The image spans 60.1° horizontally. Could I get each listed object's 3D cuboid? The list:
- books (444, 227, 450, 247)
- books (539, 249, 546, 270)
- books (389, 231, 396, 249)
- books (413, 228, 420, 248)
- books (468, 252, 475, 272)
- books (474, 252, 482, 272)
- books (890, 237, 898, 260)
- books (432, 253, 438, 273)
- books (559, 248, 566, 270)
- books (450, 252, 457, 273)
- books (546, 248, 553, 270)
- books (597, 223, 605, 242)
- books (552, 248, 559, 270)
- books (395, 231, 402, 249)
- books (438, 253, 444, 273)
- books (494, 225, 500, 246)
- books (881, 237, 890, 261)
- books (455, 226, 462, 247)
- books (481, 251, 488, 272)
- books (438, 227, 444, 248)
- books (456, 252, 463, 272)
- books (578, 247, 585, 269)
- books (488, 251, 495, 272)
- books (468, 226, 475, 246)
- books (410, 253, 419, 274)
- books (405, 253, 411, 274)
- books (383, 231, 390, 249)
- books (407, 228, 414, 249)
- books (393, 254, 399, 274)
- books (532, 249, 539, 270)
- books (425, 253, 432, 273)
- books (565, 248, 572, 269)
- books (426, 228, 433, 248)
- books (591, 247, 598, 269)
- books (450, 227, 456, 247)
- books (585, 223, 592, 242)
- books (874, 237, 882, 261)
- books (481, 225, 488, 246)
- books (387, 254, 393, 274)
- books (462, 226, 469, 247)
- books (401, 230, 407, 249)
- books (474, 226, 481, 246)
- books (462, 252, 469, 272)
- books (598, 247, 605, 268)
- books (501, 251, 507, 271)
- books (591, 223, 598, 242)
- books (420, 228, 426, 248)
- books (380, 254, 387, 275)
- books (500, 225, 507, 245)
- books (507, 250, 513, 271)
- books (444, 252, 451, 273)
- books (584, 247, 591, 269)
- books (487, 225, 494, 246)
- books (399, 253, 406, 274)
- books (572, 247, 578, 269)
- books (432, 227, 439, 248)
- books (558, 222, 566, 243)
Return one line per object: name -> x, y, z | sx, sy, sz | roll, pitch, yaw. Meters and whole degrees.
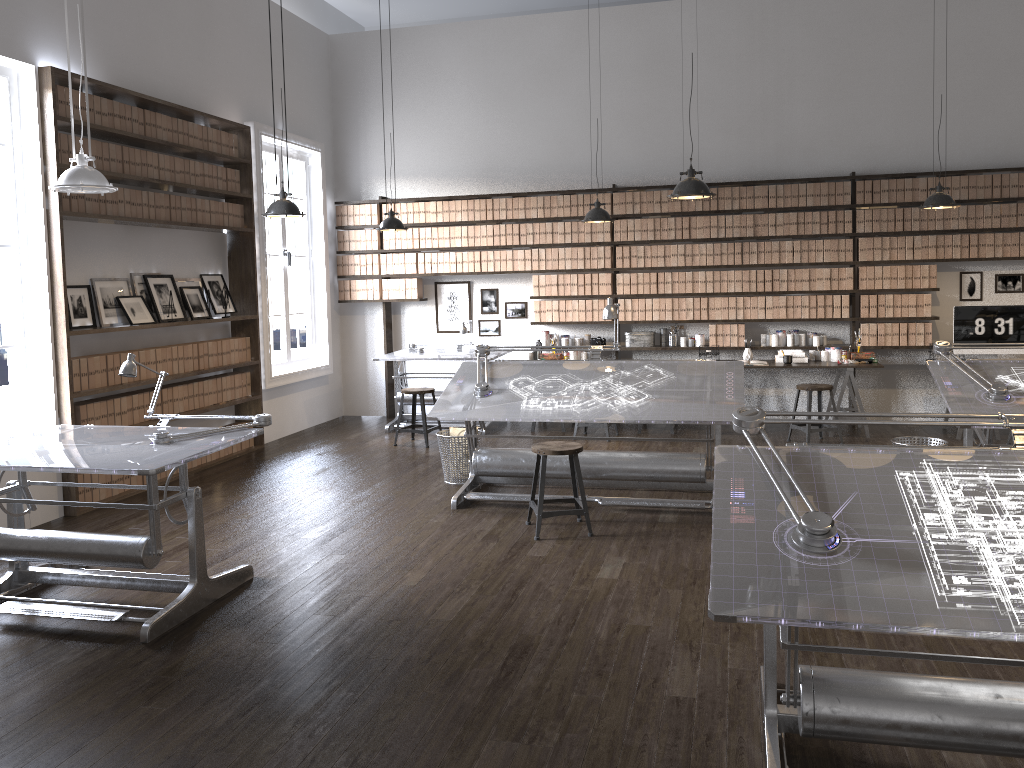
books -> -0.680, -1.592, 9.638 | 0.067, 0.225, 0.175 | 0, 5, 14
books -> 0.339, -1.322, 9.402 | 0.067, 0.225, 0.175 | 0, 5, 14
books -> -1.291, -1.595, 9.792 | 0.067, 0.225, 0.175 | 0, 5, 14
books -> -1.024, -1.594, 9.726 | 0.067, 0.225, 0.175 | 0, 5, 14
books -> -0.418, -1.318, 9.598 | 0.067, 0.225, 0.175 | 0, 5, 14
books -> -0.347, -1.317, 9.574 | 0.067, 0.225, 0.175 | 0, 5, 14
books -> 3.676, -1.307, 8.561 | 0.067, 0.225, 0.175 | 0, 5, 14
books -> -0.819, -1.320, 9.698 | 0.067, 0.225, 0.175 | 0, 5, 14
books -> 0.542, -1.321, 9.349 | 0.067, 0.225, 0.175 | 0, 5, 14
books -> -0.614, -1.318, 9.640 | 0.067, 0.225, 0.175 | 0, 5, 14
books -> 0.408, -1.322, 9.388 | 0.067, 0.225, 0.175 | 0, 5, 14
books -> 0.936, -1.585, 9.232 | 0.067, 0.225, 0.175 | 0, 5, 14
books -> 0.475, -1.321, 9.370 | 0.067, 0.225, 0.175 | 0, 5, 14
books -> -1.221, -1.594, 9.774 | 0.067, 0.225, 0.175 | 0, 5, 14
books -> -0.751, -1.320, 9.682 | 0.067, 0.225, 0.175 | 0, 5, 14
books -> -0.141, -1.590, 9.501 | 0.067, 0.225, 0.175 | 0, 5, 14
books -> 3.608, -1.307, 8.575 | 0.067, 0.225, 0.175 | 0, 5, 14
books -> -0.554, -1.592, 9.609 | 0.067, 0.225, 0.175 | 0, 5, 14
books -> -0.273, -1.318, 9.561 | 0.067, 0.225, 0.175 | 0, 5, 14
books -> -0.744, -1.593, 9.660 | 0.067, 0.225, 0.175 | 0, 5, 14
books -> -0.544, -1.318, 9.623 | 0.067, 0.225, 0.175 | 0, 5, 14
books -> 0.738, -1.320, 9.298 | 0.067, 0.225, 0.175 | 0, 5, 14
books -> -0.206, -1.317, 9.539 | 0.067, 0.225, 0.175 | 0, 5, 14
books -> -0.415, -1.592, 9.576 | 0.067, 0.225, 0.175 | 0, 5, 14
books -> -1.054, -1.327, 9.751 | 0.067, 0.225, 0.175 | 0, 5, 14
books -> -1.115, -1.328, 9.771 | 0.067, 0.225, 0.175 | 0, 5, 14
books -> -1.361, -1.595, 9.813 | 0.067, 0.225, 0.175 | 0, 5, 14
books -> -1.095, -1.595, 9.749 | 0.067, 0.225, 0.175 | 0, 5, 14
books -> -1.254, -1.329, 9.809 | 0.067, 0.225, 0.175 | 0, 5, 14
books -> 0.268, -1.322, 9.416 | 0.067, 0.225, 0.175 | 0, 5, 14
books -> -0.888, -1.320, 9.711 | 0.067, 0.225, 0.175 | 0, 5, 14
books -> 0.613, -1.320, 9.333 | 0.067, 0.225, 0.175 | 0, 5, 14
books -> -0.882, -1.593, 9.691 | 0.067, 0.225, 0.175 | 0, 5, 14
books -> 0.874, -1.320, 9.270 | 0.067, 0.225, 0.175 | 0, 5, 14
books -> -0.614, -1.592, 9.626 | 0.067, 0.225, 0.175 | 0, 5, 14
books -> 0.810, -1.586, 9.260 | 0.067, 0.225, 0.175 | 0, 5, 14
books -> 3.537, -1.306, 8.589 | 0.067, 0.225, 0.175 | 0, 5, 14
books -> -0.280, -1.591, 9.539 | 0.067, 0.225, 0.175 | 0, 5, 14
books -> -1.322, -1.329, 9.822 | 0.067, 0.225, 0.175 | 0, 5, 14
books -> -0.484, -1.591, 9.589 | 0.067, 0.225, 0.175 | 0, 5, 14
books -> -1.159, -1.595, 9.763 | 0.067, 0.225, 0.175 | 0, 5, 14
books -> -0.347, -1.592, 9.560 | 0.067, 0.225, 0.175 | 0, 5, 14
books -> -0.482, -1.318, 9.611 | 0.067, 0.225, 0.175 | 0, 5, 14
books -> 0.941, -1.319, 9.248 | 0.067, 0.225, 0.175 | 0, 5, 14
books -> -0.067, -1.317, 9.508 | 0.067, 0.225, 0.175 | 0, 5, 14
books -> 0.876, -1.586, 9.249 | 0.067, 0.225, 0.175 | 0, 5, 14
books -> -0.950, -1.594, 9.713 | 0.067, 0.225, 0.175 | 0, 5, 14
books -> -1.394, -1.329, 9.837 | 0.067, 0.225, 0.175 | 0, 5, 14
books -> -0.078, -1.590, 9.489 | 0.067, 0.225, 0.175 | 0, 5, 14
books -> -0.003, -1.316, 9.486 | 0.067, 0.225, 0.175 | 0, 5, 14
books -> -0.684, -1.319, 9.661 | 0.067, 0.225, 0.175 | 0, 5, 14
books -> 0.805, -1.320, 9.287 | 0.067, 0.225, 0.175 | 0, 5, 14
books -> -0.211, -1.590, 9.518 | 0.067, 0.225, 0.175 | 0, 5, 14
books -> -1.187, -1.329, 9.790 | 0.067, 0.225, 0.175 | 0, 5, 14
books -> 0.674, -1.321, 9.319 | 0.067, 0.225, 0.175 | 0, 5, 14
books -> -0.813, -1.593, 9.677 | 0.067, 0.225, 0.175 | 0, 5, 14
books -> 0.537, -1.587, 9.333 | 0.067, 0.225, 0.175 | 0, 5, 14
